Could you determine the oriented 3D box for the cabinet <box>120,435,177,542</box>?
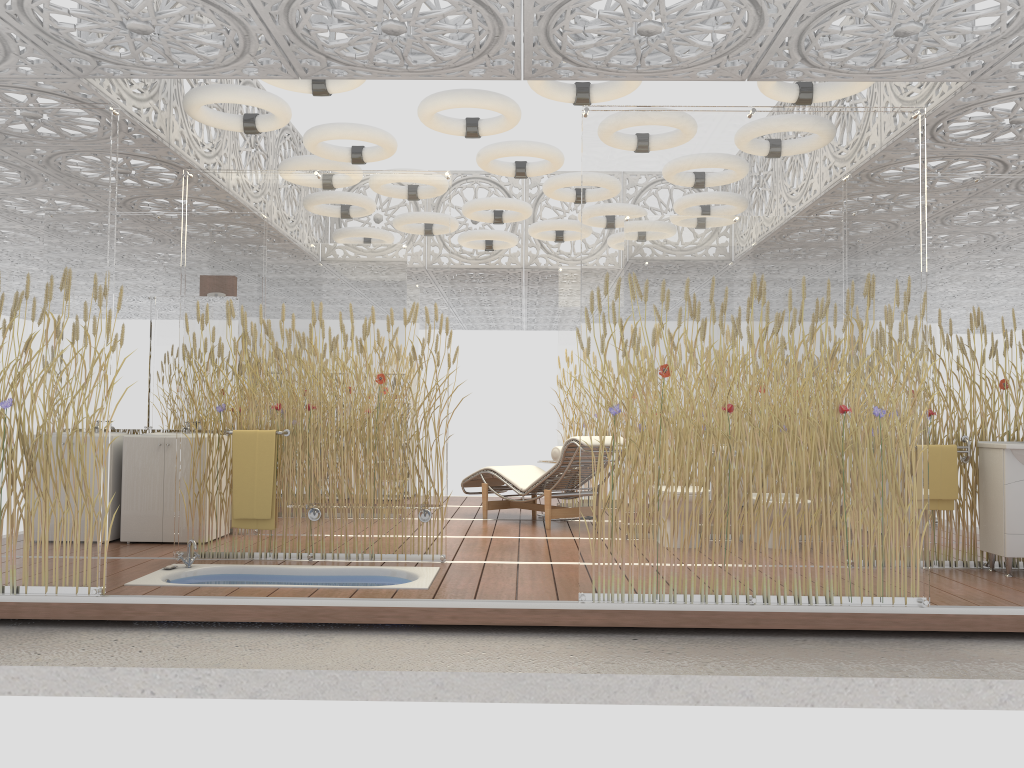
[{"bbox_3d":[-2.576,0.789,6.845,0.643,0.782,0.549,1,-2,1],"label":"cabinet"}]

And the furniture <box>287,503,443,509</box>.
[{"bbox_3d":[-0.939,0.785,5.706,0.977,0.014,0.178,1,-2,1],"label":"furniture"}]

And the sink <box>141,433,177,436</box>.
[{"bbox_3d":[-2.575,0.422,6.876,0.573,0.266,0.499,0,-2,4],"label":"sink"}]

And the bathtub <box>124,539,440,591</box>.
[{"bbox_3d":[-1.314,1.255,5.283,1.700,0.582,0.700,1,-2,1],"label":"bathtub"}]

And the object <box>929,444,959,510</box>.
[{"bbox_3d":[2.732,0.603,5.721,0.295,0.427,0.042,1,-2,-8],"label":"object"}]

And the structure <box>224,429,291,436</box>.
[{"bbox_3d":[-1.691,0.321,5.851,0.442,0.047,0.078,1,-2,1],"label":"structure"}]

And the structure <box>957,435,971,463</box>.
[{"bbox_3d":[2.792,0.425,5.758,0.405,0.183,0.115,1,-2,-1],"label":"structure"}]

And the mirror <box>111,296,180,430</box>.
[{"bbox_3d":[-2.920,-0.173,7.164,1.422,1.081,0.009,1,-2,1],"label":"mirror"}]

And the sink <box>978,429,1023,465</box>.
[{"bbox_3d":[3.353,0.414,5.595,0.603,0.263,0.454,1,-2,1],"label":"sink"}]

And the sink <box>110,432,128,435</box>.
[{"bbox_3d":[-3.293,0.415,6.887,0.573,0.266,0.499,1,-2,-2],"label":"sink"}]

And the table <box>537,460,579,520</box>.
[{"bbox_3d":[0.530,1.016,8.595,0.420,0.535,0.420,2,-3,-29],"label":"table"}]

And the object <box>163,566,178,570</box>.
[{"bbox_3d":[-2.104,1.132,5.458,0.065,0.011,0.108,0,-2,10],"label":"object"}]

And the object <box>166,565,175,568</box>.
[{"bbox_3d":[-2.103,1.125,5.459,0.035,0.016,0.066,0,-2,10],"label":"object"}]

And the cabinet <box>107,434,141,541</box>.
[{"bbox_3d":[-3.295,0.783,6.856,0.643,0.782,0.549,1,-2,1],"label":"cabinet"}]

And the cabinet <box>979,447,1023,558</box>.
[{"bbox_3d":[3.348,0.743,5.648,0.580,0.678,0.316,1,-2,1],"label":"cabinet"}]

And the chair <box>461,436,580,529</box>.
[{"bbox_3d":[0.267,0.875,8.252,0.635,0.811,1.787,2,-3,-39],"label":"chair"}]

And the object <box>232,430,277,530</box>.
[{"bbox_3d":[-1.693,0.627,5.813,0.283,0.656,0.042,1,-2,1],"label":"object"}]
